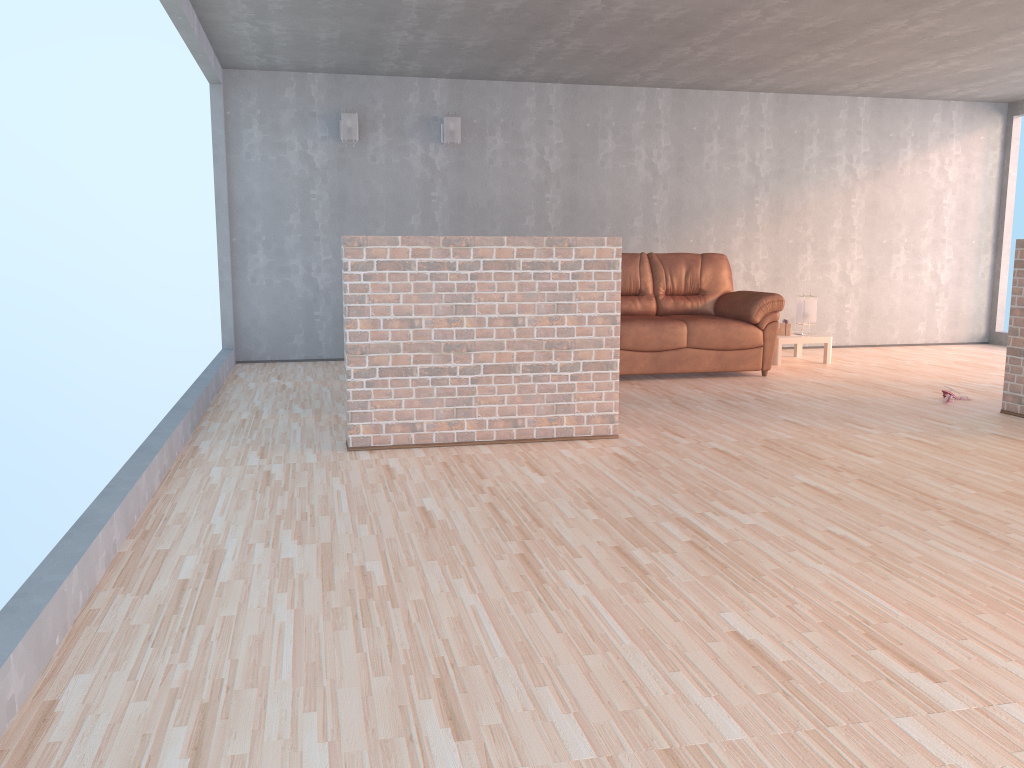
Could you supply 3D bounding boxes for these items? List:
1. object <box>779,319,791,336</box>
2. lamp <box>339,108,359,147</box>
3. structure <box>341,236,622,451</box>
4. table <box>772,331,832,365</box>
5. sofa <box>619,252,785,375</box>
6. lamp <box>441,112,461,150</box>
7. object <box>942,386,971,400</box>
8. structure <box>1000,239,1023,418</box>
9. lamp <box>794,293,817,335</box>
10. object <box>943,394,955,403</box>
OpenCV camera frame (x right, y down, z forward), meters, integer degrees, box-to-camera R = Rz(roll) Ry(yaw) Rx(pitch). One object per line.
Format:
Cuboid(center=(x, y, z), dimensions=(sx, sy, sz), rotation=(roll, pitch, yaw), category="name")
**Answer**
Cuboid(center=(2.422, -0.504, 7.856), dimensions=(0.099, 0.147, 0.102), rotation=(3, 9, 16), category="object")
Cuboid(center=(-1.390, -2.189, 7.583), dimensions=(0.165, 0.319, 0.168), rotation=(-2, 9, -13), category="lamp")
Cuboid(center=(-0.145, -0.226, 4.580), dimensions=(1.422, 1.057, 0.211), rotation=(-2, 9, -13), category="structure")
Cuboid(center=(2.483, -0.327, 7.971), dimensions=(0.548, 0.241, 0.548), rotation=(-2, 9, -13), category="table")
Cuboid(center=(0.967, -0.593, 7.141), dimensions=(2.202, 0.923, 0.981), rotation=(-2, 9, -13), category="sofa")
Cuboid(center=(-0.529, -2.218, 7.781), dimensions=(0.165, 0.319, 0.177), rotation=(-2, 9, -13), category="lamp")
Cuboid(center=(2.991, 0.061, 5.961), dimensions=(0.188, 0.085, 0.069), rotation=(4, 10, 26), category="object")
Cuboid(center=(3.729, -0.354, 5.452), dimensions=(1.422, 1.057, 0.211), rotation=(-2, 9, -13), category="structure")
Cuboid(center=(2.629, -0.626, 7.918), dimensions=(0.140, 0.376, 0.140), rotation=(-2, 9, -13), category="lamp")
Cuboid(center=(2.874, 0.092, 5.824), dimensions=(0.078, 0.066, 0.192), rotation=(4, 9, 23), category="object")
